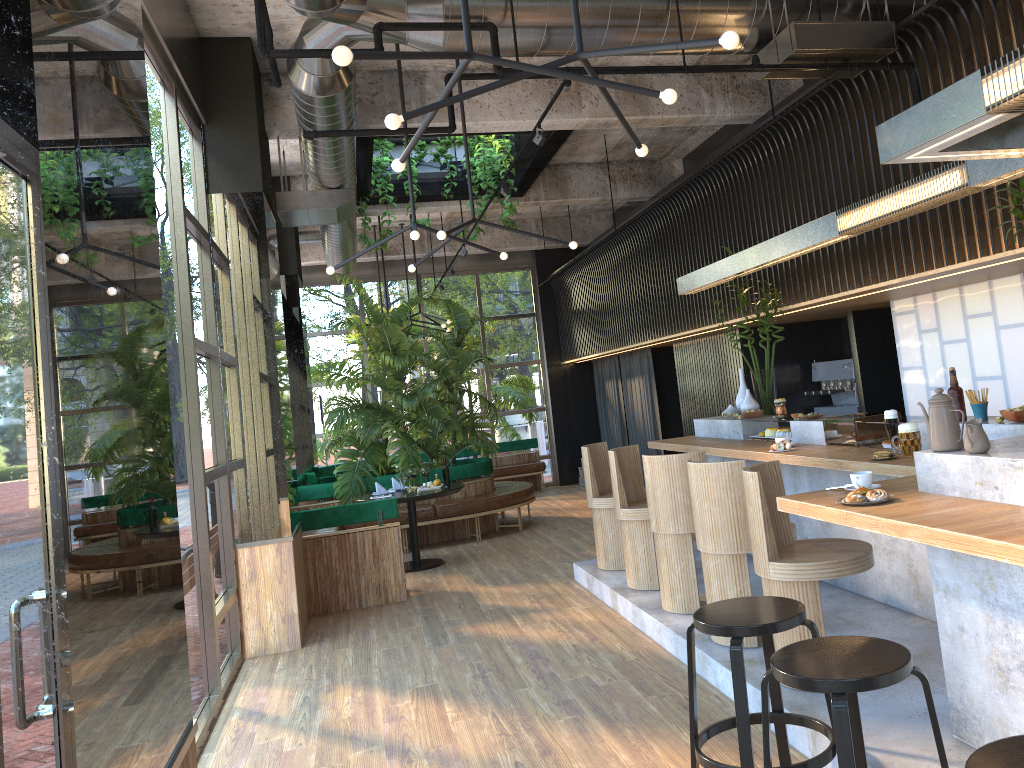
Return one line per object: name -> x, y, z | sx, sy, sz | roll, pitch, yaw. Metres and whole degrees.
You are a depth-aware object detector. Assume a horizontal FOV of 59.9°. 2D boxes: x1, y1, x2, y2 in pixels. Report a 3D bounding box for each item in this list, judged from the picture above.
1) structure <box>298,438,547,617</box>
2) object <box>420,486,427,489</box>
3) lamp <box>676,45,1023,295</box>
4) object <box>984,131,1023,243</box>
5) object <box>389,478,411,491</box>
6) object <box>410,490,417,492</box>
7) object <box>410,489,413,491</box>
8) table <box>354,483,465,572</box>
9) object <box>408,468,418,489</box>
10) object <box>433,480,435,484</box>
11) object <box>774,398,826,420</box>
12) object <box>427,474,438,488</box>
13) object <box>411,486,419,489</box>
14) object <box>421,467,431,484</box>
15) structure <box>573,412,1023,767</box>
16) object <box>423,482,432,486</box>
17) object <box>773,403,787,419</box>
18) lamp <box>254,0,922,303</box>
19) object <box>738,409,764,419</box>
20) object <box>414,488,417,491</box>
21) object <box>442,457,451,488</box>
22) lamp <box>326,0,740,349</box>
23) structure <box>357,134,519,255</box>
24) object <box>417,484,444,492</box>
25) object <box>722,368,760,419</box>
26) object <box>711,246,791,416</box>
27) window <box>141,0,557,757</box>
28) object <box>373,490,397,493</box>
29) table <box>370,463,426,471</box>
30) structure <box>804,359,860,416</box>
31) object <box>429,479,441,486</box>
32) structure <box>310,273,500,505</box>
structure -> 1.384, 0.733, 5.214 | 6.179, 1.554, 19.570 | -6, -1, -11
object -> -0.884, 1.041, 9.005 | 0.104, 0.013, 0.217 | -6, -1, -6
lamp -> 3.216, -2.106, 5.254 | 5.133, 2.140, 6.516 | -6, -1, -18
object -> 2.054, -0.434, 3.153 | 0.684, 1.555, 0.573 | -6, -4, -8
object -> -1.179, 1.040, 9.289 | 0.243, 0.139, 0.222 | -5, -2, -29
object -> -1.001, 1.073, 8.921 | 0.064, 0.013, 0.144 | -6, -1, -16
object -> -1.022, 1.074, 9.018 | 0.033, 0.019, 0.037 | -6, -2, 0
table -> -0.989, 1.457, 8.928 | 1.155, 0.753, 1.041 | -5, -3, -44
object -> -1.030, 0.986, 9.251 | 0.106, 0.201, 0.098 | -5, -4, -23
object -> -0.787, 1.023, 9.232 | 0.060, 0.072, 0.203 | -5, -2, -20
object -> 1.989, 0.179, 6.343 | 0.213, 0.135, 0.790 | -6, -1, -4
object -> -0.799, 0.975, 8.942 | 0.146, 0.124, 0.095 | -5, -3, -31
object -> -1.003, 1.068, 9.117 | 0.099, 0.028, 0.127 | -7, -1, 3
object -> -0.895, 0.971, 9.245 | 0.106, 0.201, 0.098 | -5, -4, -23
structure -> 3.884, 0.350, 5.007 | 5.991, 1.736, 6.932 | -6, -1, -12
object -> -0.828, 1.024, 9.123 | 0.195, 0.038, 0.063 | -7, -2, 20
object -> 1.982, 0.197, 6.597 | 0.086, 0.107, 0.160 | -8, -3, 34
lamp -> -0.469, -1.932, 9.590 | 3.889, 1.537, 9.743 | -6, -1, -13
object -> 1.863, 0.232, 6.934 | 0.192, 0.073, 0.227 | -7, -1, 8
object -> -0.973, 1.061, 8.970 | 0.032, 0.031, 0.039 | -7, -2, 13
object -> -0.667, 0.891, 8.942 | 0.068, 0.300, 0.068 | -6, -5, 4
lamp -> 1.256, -2.023, 5.720 | 5.211, 1.830, 18.392 | -6, -1, -10
structure -> -0.735, -2.295, 10.295 | 2.117, 1.522, 1.444 | -7, -3, 16
object -> -0.827, 1.051, 9.023 | 0.241, 0.019, 0.350 | -7, -1, -2
object -> 1.871, 0.074, 7.197 | 0.304, 0.399, 0.331 | -9, -4, 36
object -> 1.994, -0.370, 7.259 | 0.647, 1.555, 0.605 | -8, -5, 26
window -> 0.028, -1.611, 5.112 | 4.241, 6.518, 19.812 | -6, -1, -10
object -> -1.330, 1.111, 9.167 | 0.242, 0.019, 0.165 | -7, -1, 37
table -> -1.650, 1.585, 12.718 | 1.152, 0.753, 1.045 | -5, -2, -32
structure -> 3.422, 0.522, 9.001 | 0.563, 1.600, 0.815 | -5, -4, -12
object -> -0.784, 1.004, 9.034 | 0.100, 0.064, 0.161 | -5, -2, -42
structure -> -1.356, 0.237, 11.324 | 2.533, 3.449, 2.550 | -5, -4, -28
